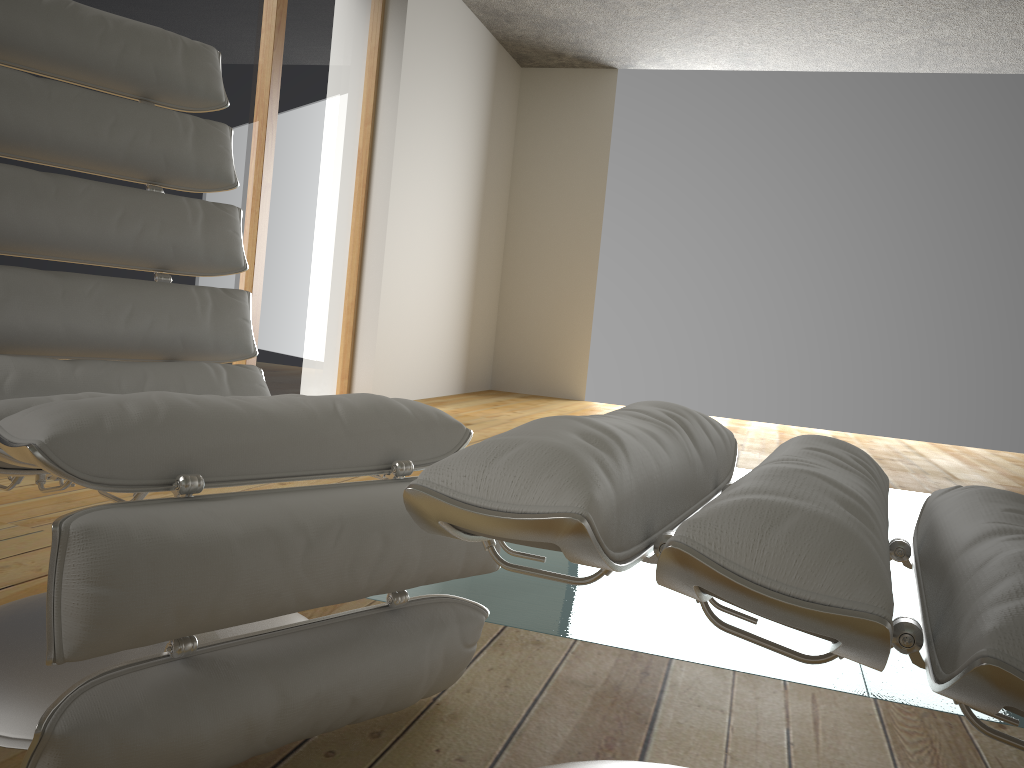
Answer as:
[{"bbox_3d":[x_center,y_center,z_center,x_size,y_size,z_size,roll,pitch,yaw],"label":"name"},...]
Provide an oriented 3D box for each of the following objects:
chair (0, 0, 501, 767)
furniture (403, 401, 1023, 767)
[{"bbox_3d":[-0.485,-0.110,1.220,0.916,0.968,0.569,8,3,41],"label":"chair"},{"bbox_3d":[0.234,0.259,0.731,0.687,0.439,0.569,7,3,23],"label":"furniture"}]
